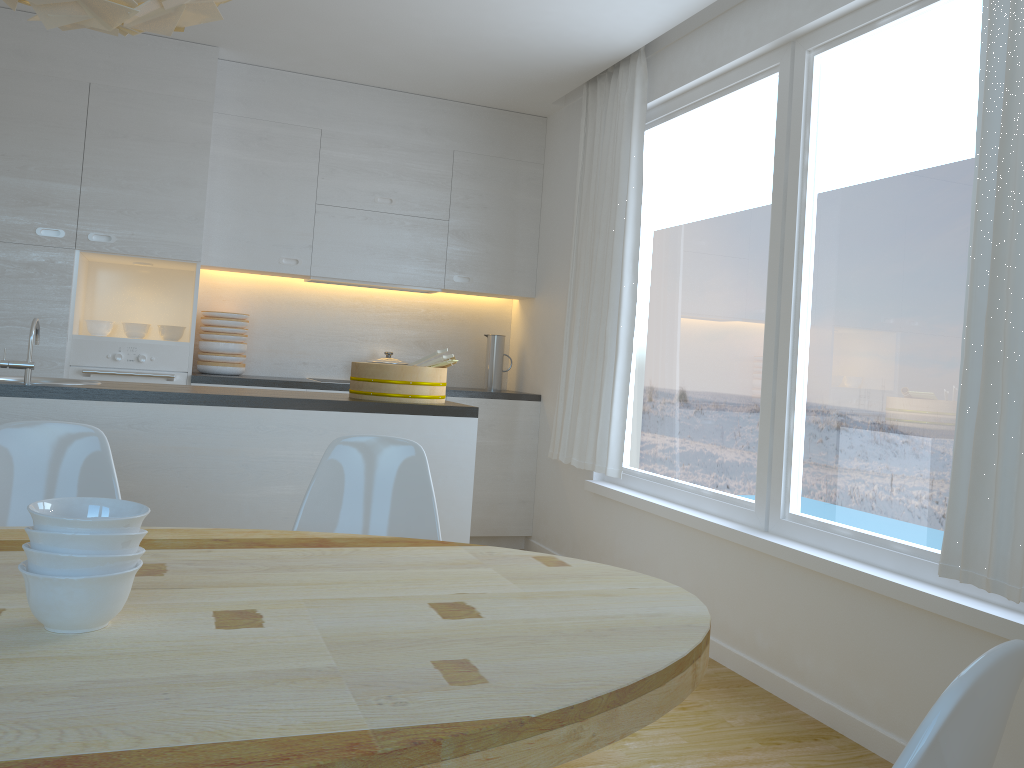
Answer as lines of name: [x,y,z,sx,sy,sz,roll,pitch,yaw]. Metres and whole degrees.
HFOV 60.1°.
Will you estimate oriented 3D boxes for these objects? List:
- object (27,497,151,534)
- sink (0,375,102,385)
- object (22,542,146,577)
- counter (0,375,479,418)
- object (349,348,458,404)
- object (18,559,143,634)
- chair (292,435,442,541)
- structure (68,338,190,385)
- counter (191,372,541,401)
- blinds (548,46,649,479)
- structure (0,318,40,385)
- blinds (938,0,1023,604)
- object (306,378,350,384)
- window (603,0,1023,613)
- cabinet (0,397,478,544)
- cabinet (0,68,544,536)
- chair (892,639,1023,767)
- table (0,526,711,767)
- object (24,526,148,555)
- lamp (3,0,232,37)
object: [-0.574,0.208,1.199,0.152,0.087,0.151,4,0,7]
sink: [-1.658,0.062,3.082,0.405,0.157,0.403,4,1,20]
object: [-0.580,0.260,1.196,0.152,0.093,0.151,4,0,18]
counter: [-1.350,0.027,3.166,2.396,0.040,0.601,3,1,-21]
object: [-0.419,-0.042,3.487,0.430,0.214,0.378,4,0,7]
object: [-0.582,0.283,1.191,0.152,0.083,0.151,4,0,18]
chair: [-0.389,0.595,2.138,0.430,0.903,0.522,4,-2,-1]
structure: [-1.976,0.084,4.544,0.560,0.597,0.049,4,-2,-21]
counter: [-0.863,0.017,5.285,1.997,0.040,0.601,3,1,-21]
blinds: [0.424,-0.641,4.645,0.150,2.165,0.794,5,-2,-22]
structure: [-1.596,-0.111,2.886,0.097,0.216,0.162,5,-1,-21]
blinds: [1.390,-0.524,2.162,0.150,2.165,0.794,5,-2,-21]
object: [-0.859,-0.001,5.290,0.653,0.013,0.562,3,1,-21]
window: [1.081,-0.389,3.450,0.088,1.921,2.728,5,0,-21]
cabinet: [-1.382,0.502,3.146,2.396,0.912,0.600,4,-1,-21]
cabinet: [-1.376,-0.334,5.025,3.195,2.306,0.481,4,-2,-21]
chair: [0.196,0.660,0.910,0.524,0.904,0.428,2,-2,44]
table: [-0.728,0.678,1.228,2.186,0.727,1.194,4,0,-23]
object: [-0.578,0.235,1.200,0.152,0.096,0.150,4,0,-5]
lamp: [-0.619,-1.098,1.361,0.638,1.138,0.647,5,-2,-22]
